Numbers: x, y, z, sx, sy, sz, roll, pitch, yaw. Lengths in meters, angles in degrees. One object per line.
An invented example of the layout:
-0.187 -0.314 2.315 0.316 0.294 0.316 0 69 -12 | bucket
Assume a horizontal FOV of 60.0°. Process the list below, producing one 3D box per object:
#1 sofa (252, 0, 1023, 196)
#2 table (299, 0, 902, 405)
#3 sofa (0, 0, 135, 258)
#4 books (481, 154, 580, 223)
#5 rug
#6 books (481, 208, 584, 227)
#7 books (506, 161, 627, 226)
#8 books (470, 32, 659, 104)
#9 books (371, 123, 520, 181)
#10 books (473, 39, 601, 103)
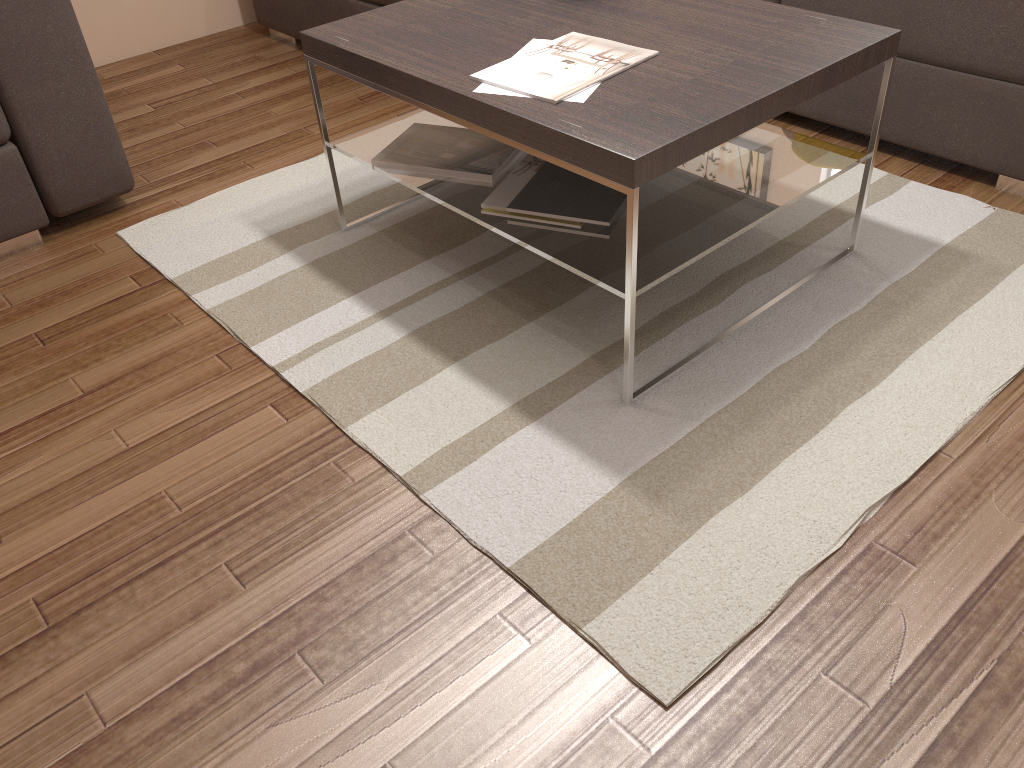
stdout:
0.717 -1.517 3.165 1.906 0.776 3.565 -31 46 -29 | sofa
0.179 -0.603 2.232 0.856 0.558 1.110 -31 46 -29 | table
-2.680 -0.161 1.827 3.565 0.776 1.906 -31 46 -29 | sofa
0.106 -0.479 2.091 0.241 0.008 0.332 13 42 20 | books
0.199 -0.381 2.401 1.791 0.024 2.122 -31 46 -29 | rug
0.106 -0.462 2.087 0.241 0.013 0.332 13 42 20 | books
0.163 -0.465 2.055 0.241 0.008 0.332 12 42 20 | books
0.113 -0.675 1.878 0.241 0.010 0.332 29 50 34 | books
-0.155 -0.593 2.266 0.332 0.026 0.241 12 42 19 | books
0.095 -0.666 1.880 0.241 0.008 0.332 12 42 20 | books
